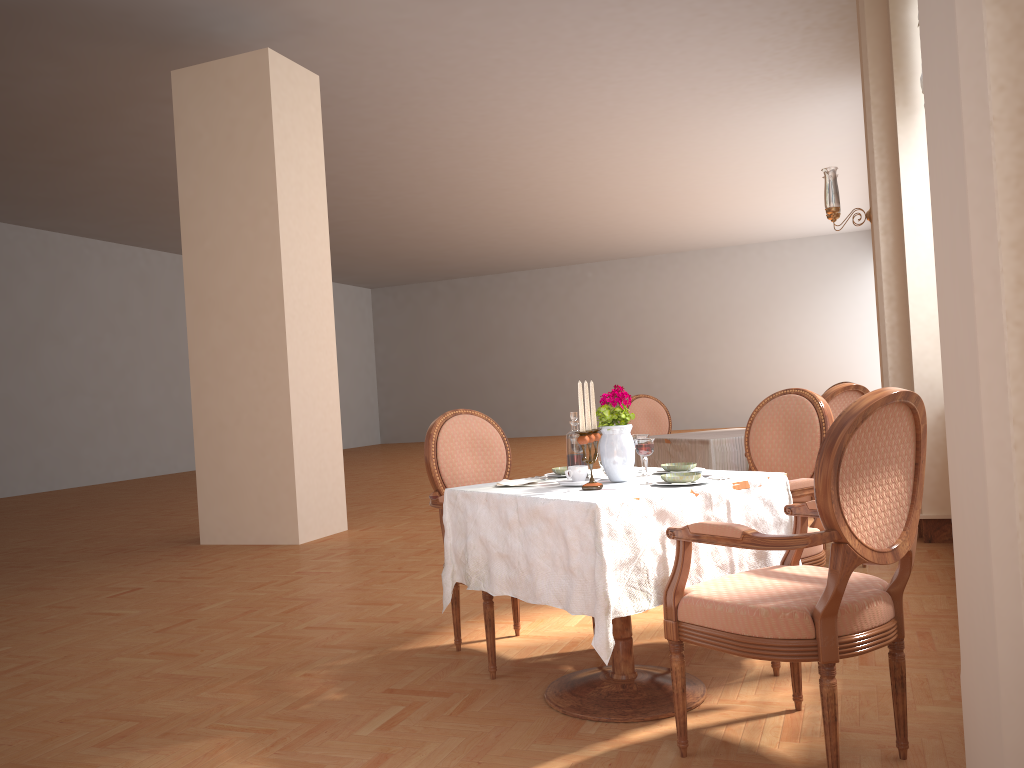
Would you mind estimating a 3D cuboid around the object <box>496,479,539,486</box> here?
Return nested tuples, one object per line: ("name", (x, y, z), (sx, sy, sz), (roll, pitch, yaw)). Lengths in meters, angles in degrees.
("object", (-0.011, 0.320, 2.867), (0.095, 0.012, 0.234), (-3, -1, -31))

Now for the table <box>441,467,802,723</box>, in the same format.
("table", (0.333, 0.645, 2.827), (0.836, 0.680, 0.830), (-3, -1, -35))

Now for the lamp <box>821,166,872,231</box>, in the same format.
("lamp", (2.094, -1.161, 5.553), (0.274, 0.362, 0.320), (-4, -1, 21))

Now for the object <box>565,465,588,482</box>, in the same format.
("object", (0.198, 0.279, 2.740), (0.078, 0.049, 0.062), (-4, -1, -7))

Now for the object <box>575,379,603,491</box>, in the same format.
("object", (0.226, 0.148, 2.605), (0.059, 0.325, 0.177), (-4, 0, 20))

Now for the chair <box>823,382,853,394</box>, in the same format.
("chair", (1.886, 0.463, 5.463), (0.593, 0.931, 0.521), (-3, 0, -24))

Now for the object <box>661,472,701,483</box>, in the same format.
("object", (0.494, 0.276, 2.591), (0.117, 0.024, 0.117), (-3, -1, -28))

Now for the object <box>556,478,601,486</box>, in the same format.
("object", (0.207, 0.303, 2.741), (0.119, 0.016, 0.119), (-4, -1, 41))

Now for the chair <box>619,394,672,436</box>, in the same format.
("chair", (1.003, 0.525, 5.796), (0.521, 0.931, 0.593), (-3, 0, -24))

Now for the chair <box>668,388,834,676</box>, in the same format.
("chair", (0.893, 0.491, 3.235), (0.593, 0.931, 0.521), (-3, 0, -36))

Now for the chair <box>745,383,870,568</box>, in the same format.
("chair", (1.554, 0.469, 4.531), (0.521, 0.931, 0.593), (-3, 0, -24))

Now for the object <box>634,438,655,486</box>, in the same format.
("object", (0.394, 0.229, 2.611), (0.062, 0.135, 0.062), (-3, 0, -38))

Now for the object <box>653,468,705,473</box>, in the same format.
("object", (0.555, 0.289, 2.948), (0.171, 0.005, 0.171), (-3, -1, -38))

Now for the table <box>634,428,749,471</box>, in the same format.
("table", (1.262, 0.625, 5.170), (0.831, 0.677, 0.829), (-3, -1, -24))

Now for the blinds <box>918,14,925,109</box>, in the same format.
("blinds", (2.099, -2.063, 4.491), (0.072, 1.376, 0.843), (-4, 0, 22))

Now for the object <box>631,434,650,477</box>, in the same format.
("object", (0.420, 0.232, 2.872), (0.062, 0.135, 0.062), (-3, 0, -38))

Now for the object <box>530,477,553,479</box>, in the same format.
("object", (0.102, 0.321, 3.019), (0.016, 0.002, 0.125), (-3, -1, -35))

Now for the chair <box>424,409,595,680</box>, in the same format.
("chair", (-0.039, 0.553, 3.388), (0.520, 0.931, 0.593), (-3, 0, -36))

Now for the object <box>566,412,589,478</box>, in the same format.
("object", (0.205, 0.201, 2.842), (0.074, 0.222, 0.074), (-4, 0, 0))

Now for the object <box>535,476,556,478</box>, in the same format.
("object", (0.120, 0.318, 3.029), (0.013, 0.004, 0.127), (-3, -1, -35))

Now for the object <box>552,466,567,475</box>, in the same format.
("object", (0.198, 0.303, 3.087), (0.117, 0.024, 0.117), (-4, -1, 31))

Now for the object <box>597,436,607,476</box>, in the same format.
("object", (0.326, 0.236, 2.893), (0.093, 0.138, 0.093), (-3, -1, -41))

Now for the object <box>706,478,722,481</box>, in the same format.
("object", (0.576, 0.283, 2.645), (0.013, 0.004, 0.127), (-3, -1, -32))

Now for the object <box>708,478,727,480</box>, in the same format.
("object", (0.596, 0.283, 2.654), (0.016, 0.002, 0.125), (-3, -1, -32))

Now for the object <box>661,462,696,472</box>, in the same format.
("object", (0.555, 0.278, 2.947), (0.117, 0.024, 0.117), (-4, -1, 0))

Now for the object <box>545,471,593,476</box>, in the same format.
("object", (0.198, 0.314, 3.087), (0.171, 0.005, 0.171), (-3, -1, -32))

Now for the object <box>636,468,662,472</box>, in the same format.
("object", (0.477, 0.296, 3.069), (0.125, 0.006, 0.027), (-3, -1, -33))

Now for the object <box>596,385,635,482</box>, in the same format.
("object", (0.320, 0.152, 2.768), (0.124, 0.302, 0.143), (-4, 0, 20))

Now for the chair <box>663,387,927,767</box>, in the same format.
("chair", (0.750, 0.484, 2.256), (0.520, 0.931, 0.593), (-3, 0, -36))

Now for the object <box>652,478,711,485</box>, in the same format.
("object", (0.495, 0.287, 2.591), (0.171, 0.005, 0.171), (-3, -1, -19))

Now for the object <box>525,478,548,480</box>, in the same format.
("object", (0.082, 0.320, 3.003), (0.027, 0.006, 0.125), (-3, -1, -36))

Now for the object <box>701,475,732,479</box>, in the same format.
("object", (0.616, 0.280, 2.669), (0.027, 0.006, 0.125), (-3, -1, -33))

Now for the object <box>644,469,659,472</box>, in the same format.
("object", (0.493, 0.296, 3.048), (0.125, 0.002, 0.016), (-3, -1, -32))
